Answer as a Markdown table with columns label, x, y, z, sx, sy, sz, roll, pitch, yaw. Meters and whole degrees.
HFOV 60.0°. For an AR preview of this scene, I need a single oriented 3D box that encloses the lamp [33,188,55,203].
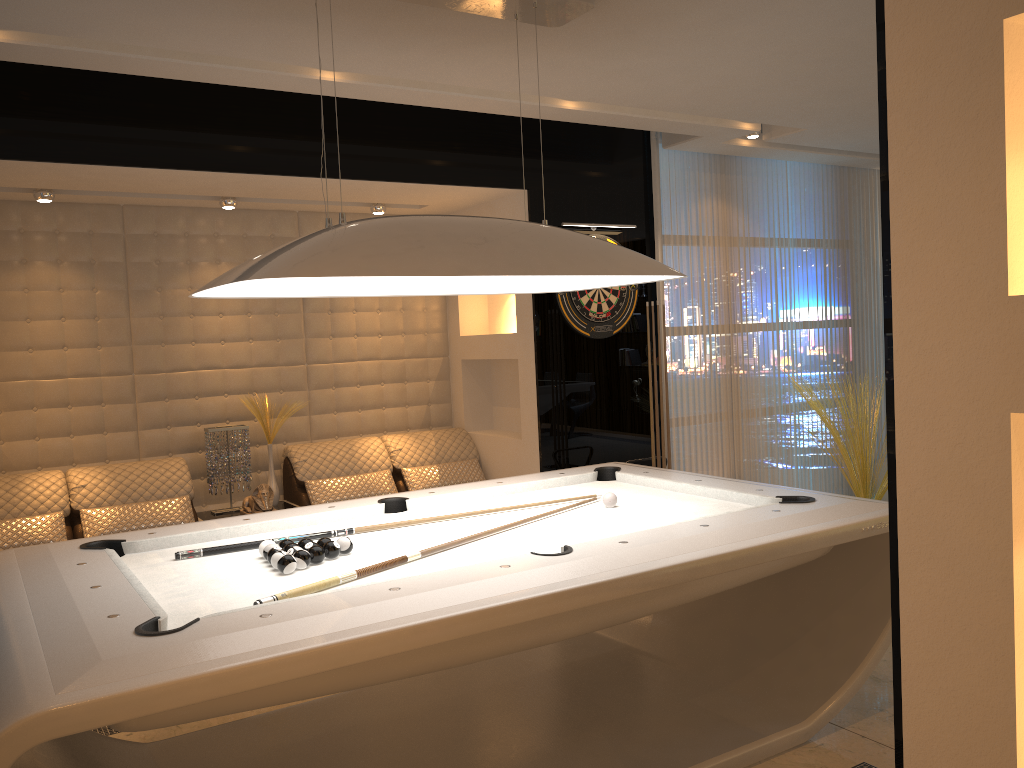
| label | x | y | z | sx | sy | sz | roll | pitch | yaw |
| --- | --- | --- | --- | --- | --- | --- | --- | --- | --- |
| lamp | -2.501 | -1.033 | 4.738 | 0.107 | 0.127 | 0.107 | 0 | 4 | 39 |

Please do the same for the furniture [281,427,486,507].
| label | x | y | z | sx | sy | sz | roll | pitch | yaw |
| --- | --- | --- | --- | --- | --- | --- | --- | --- | --- |
| furniture | -0.654 | 0.762 | 5.651 | 1.312 | 0.810 | 1.107 | -5 | 3 | -32 |

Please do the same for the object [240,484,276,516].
| label | x | y | z | sx | sy | sz | roll | pitch | yaw |
| --- | --- | --- | --- | --- | --- | --- | --- | --- | --- |
| object | -1.441 | 0.671 | 5.083 | 0.155 | 0.217 | 0.344 | -5 | 3 | -32 |

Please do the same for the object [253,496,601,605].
| label | x | y | z | sx | sy | sz | roll | pitch | yaw |
| --- | --- | --- | --- | --- | --- | --- | --- | --- | --- |
| object | -0.150 | 0.502 | 2.859 | 0.028 | 0.026 | 1.605 | 0 | 4 | 38 |

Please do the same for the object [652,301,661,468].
| label | x | y | z | sx | sy | sz | roll | pitch | yaw |
| --- | --- | --- | --- | --- | --- | --- | --- | --- | --- |
| object | 0.877 | 0.307 | 5.334 | 0.026 | 1.605 | 0.027 | -2 | 3 | 6 |

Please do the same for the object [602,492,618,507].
| label | x | y | z | sx | sy | sz | roll | pitch | yaw |
| --- | --- | --- | --- | --- | --- | --- | --- | --- | --- |
| object | 0.370 | 0.438 | 3.351 | 0.057 | 0.057 | 0.057 | -1 | 3 | 28 |

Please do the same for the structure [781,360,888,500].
| label | x | y | z | sx | sy | sz | roll | pitch | yaw |
| --- | --- | --- | --- | --- | --- | --- | --- | --- | --- |
| structure | 2.515 | 0.427 | 6.009 | 1.282 | 1.142 | 1.275 | -2 | 3 | 15 |

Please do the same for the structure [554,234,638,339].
| label | x | y | z | sx | sy | sz | roll | pitch | yaw |
| --- | --- | --- | --- | --- | --- | --- | --- | --- | --- |
| structure | 0.548 | -0.625 | 5.693 | 0.669 | 0.669 | 0.048 | -5 | 3 | -32 |

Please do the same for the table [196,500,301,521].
| label | x | y | z | sx | sy | sz | roll | pitch | yaw |
| --- | --- | --- | --- | --- | --- | --- | --- | --- | --- |
| table | -1.452 | 1.004 | 5.155 | 0.608 | 0.457 | 1.143 | -5 | 3 | -32 |

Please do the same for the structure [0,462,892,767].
| label | x | y | z | sx | sy | sz | roll | pitch | yaw |
| --- | --- | --- | --- | --- | --- | --- | --- | --- | --- |
| structure | -0.154 | 0.868 | 3.029 | 2.912 | 0.812 | 1.659 | -5 | 3 | -32 |

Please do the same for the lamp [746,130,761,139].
| label | x | y | z | sx | sy | sz | roll | pitch | yaw |
| --- | --- | --- | --- | --- | --- | --- | --- | --- | --- |
| lamp | 1.581 | -1.677 | 5.821 | 0.107 | 0.127 | 0.107 | -3 | 3 | -13 |

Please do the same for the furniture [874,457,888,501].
| label | x | y | z | sx | sy | sz | roll | pitch | yaw |
| --- | --- | --- | --- | --- | --- | --- | --- | --- | --- |
| furniture | 3.168 | 0.748 | 6.796 | 0.735 | 0.357 | 0.735 | -1 | 3 | 30 |

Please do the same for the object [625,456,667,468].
| label | x | y | z | sx | sy | sz | roll | pitch | yaw |
| --- | --- | --- | --- | --- | --- | --- | --- | --- | --- |
| object | 0.826 | 0.605 | 5.453 | 0.330 | 0.297 | 0.032 | -5 | 3 | -32 |

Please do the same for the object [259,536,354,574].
| label | x | y | z | sx | sy | sz | roll | pitch | yaw |
| --- | --- | --- | --- | --- | --- | --- | --- | --- | --- |
| object | -0.678 | 0.518 | 2.746 | 0.265 | 0.057 | 0.299 | -1 | 4 | 33 |

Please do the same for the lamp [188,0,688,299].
| label | x | y | z | sx | sy | sz | roll | pitch | yaw |
| --- | --- | --- | --- | --- | --- | --- | --- | --- | --- |
| lamp | -0.245 | -0.820 | 2.955 | 1.578 | 0.995 | 0.939 | -5 | 3 | -32 |

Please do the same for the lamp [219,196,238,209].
| label | x | y | z | sx | sy | sz | roll | pitch | yaw |
| --- | --- | --- | --- | --- | --- | --- | --- | --- | --- |
| lamp | -1.680 | -1.098 | 5.247 | 0.107 | 0.127 | 0.107 | 0 | 4 | 39 |

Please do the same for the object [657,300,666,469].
| label | x | y | z | sx | sy | sz | roll | pitch | yaw |
| --- | --- | --- | --- | --- | --- | --- | --- | --- | --- |
| object | 0.902 | 0.306 | 5.293 | 0.026 | 1.605 | 0.027 | -2 | 3 | 6 |

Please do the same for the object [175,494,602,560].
| label | x | y | z | sx | sy | sz | roll | pitch | yaw |
| --- | --- | --- | --- | --- | --- | --- | --- | --- | --- |
| object | -0.357 | 0.495 | 3.181 | 1.605 | 0.026 | 0.028 | -4 | 3 | -27 |

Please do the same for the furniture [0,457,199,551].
| label | x | y | z | sx | sy | sz | roll | pitch | yaw |
| --- | --- | --- | --- | --- | --- | --- | --- | --- | --- |
| furniture | -2.271 | 0.890 | 4.649 | 1.312 | 0.810 | 1.107 | -5 | 3 | -32 |

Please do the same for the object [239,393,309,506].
| label | x | y | z | sx | sy | sz | roll | pitch | yaw |
| --- | --- | --- | --- | --- | --- | --- | --- | --- | --- |
| object | -1.459 | 0.404 | 5.506 | 0.390 | 0.718 | 0.388 | -5 | 4 | -40 |

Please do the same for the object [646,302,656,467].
| label | x | y | z | sx | sy | sz | roll | pitch | yaw |
| --- | --- | --- | --- | --- | --- | --- | --- | --- | --- |
| object | 0.852 | 0.306 | 5.374 | 0.026 | 1.605 | 0.027 | -2 | 3 | 6 |

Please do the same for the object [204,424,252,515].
| label | x | y | z | sx | sy | sz | roll | pitch | yaw |
| --- | --- | --- | --- | --- | --- | --- | --- | --- | --- |
| object | -1.725 | 0.514 | 5.404 | 0.247 | 0.522 | 0.124 | -5 | 3 | -32 |

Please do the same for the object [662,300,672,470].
| label | x | y | z | sx | sy | sz | roll | pitch | yaw |
| --- | --- | --- | --- | --- | --- | --- | --- | --- | --- |
| object | 0.928 | 0.307 | 5.252 | 0.026 | 1.605 | 0.027 | -2 | 3 | 6 |

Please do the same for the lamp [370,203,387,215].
| label | x | y | z | sx | sy | sz | roll | pitch | yaw |
| --- | --- | --- | --- | --- | --- | --- | --- | --- | --- |
| lamp | -0.868 | -1.163 | 5.750 | 0.107 | 0.127 | 0.107 | 0 | 4 | 39 |
